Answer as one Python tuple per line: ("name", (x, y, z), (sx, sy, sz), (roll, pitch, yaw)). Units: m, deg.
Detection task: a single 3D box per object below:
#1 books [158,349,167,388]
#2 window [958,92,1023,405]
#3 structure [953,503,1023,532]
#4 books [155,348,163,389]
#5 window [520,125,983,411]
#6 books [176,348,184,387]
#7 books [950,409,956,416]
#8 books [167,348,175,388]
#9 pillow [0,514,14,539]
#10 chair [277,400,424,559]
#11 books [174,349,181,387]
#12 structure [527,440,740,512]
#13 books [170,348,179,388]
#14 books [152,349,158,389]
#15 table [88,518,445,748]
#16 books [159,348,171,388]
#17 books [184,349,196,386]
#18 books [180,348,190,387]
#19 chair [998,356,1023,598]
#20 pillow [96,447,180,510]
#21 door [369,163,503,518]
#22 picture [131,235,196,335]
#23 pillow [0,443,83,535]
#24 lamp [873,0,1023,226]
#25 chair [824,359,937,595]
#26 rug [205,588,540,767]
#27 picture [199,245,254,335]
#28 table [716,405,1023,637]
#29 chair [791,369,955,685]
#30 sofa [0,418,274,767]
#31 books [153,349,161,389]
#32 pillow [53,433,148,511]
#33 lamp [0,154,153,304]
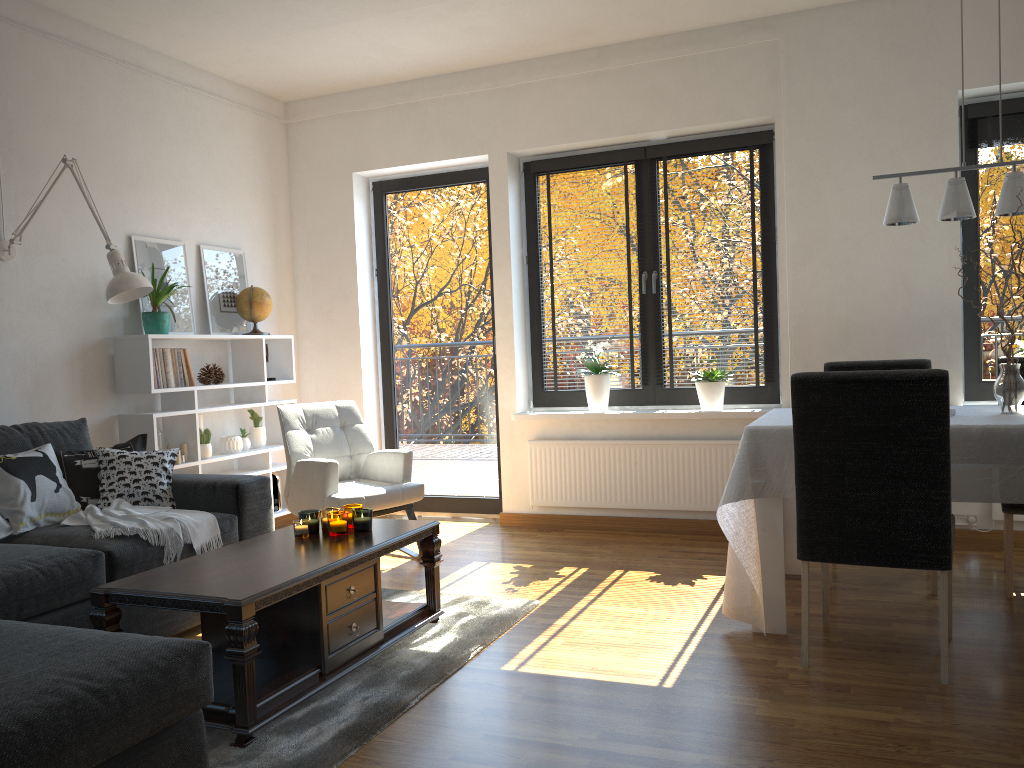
("books", (-1.863, -0.077, 4.605), (0.136, 0.209, 0.044), (-1, 3, 23))
("window", (3.032, -0.694, 4.327), (1.561, 1.589, 0.119), (-1, 3, 23))
("structure", (2.894, 0.494, 4.189), (1.457, 0.460, 0.078), (-1, 3, 24))
("books", (-1.870, -0.078, 4.584), (0.129, 0.209, 0.035), (-1, 3, 23))
("window", (6.012, 0.986, 15.943), (21.819, 18.383, 12.970), (-4, 3, -37))
("books", (-1.816, -0.084, 4.723), (0.133, 0.208, 0.044), (-1, 3, 23))
("books", (1.504, 0.111, 3.363), (0.204, 0.022, 0.278), (-4, 3, -41))
("books", (-1.843, -0.080, 4.656), (0.135, 0.208, 0.048), (-1, 3, 23))
("pillow", (-2.053, 0.436, 3.224), (0.285, 0.369, 0.436), (-1, 2, 23))
("chair", (-0.872, 0.517, 4.691), (0.545, 0.832, 0.685), (-5, 3, -42))
("books", (-1.824, -0.080, 4.703), (0.131, 0.204, 0.035), (-1, 3, 23))
("structure", (0.777, 0.549, 5.074), (1.457, 0.460, 0.078), (-2, 3, 21))
("books", (-1.831, -0.082, 4.682), (0.133, 0.209, 0.044), (-1, 3, 22))
("books", (-1.885, -0.075, 4.548), (0.129, 0.205, 0.043), (-1, 3, 23))
("table", (-0.754, 0.770, 3.045), (0.570, 0.409, 1.178), (-1, 2, 23))
("books", (-1.849, -0.080, 4.628), (0.133, 0.210, 0.044), (-1, 3, 23))
("books", (-1.786, -0.087, 4.785), (0.132, 0.204, 0.070), (-1, 3, 23))
("books", (-1.802, -0.086, 4.757), (0.128, 0.211, 0.061), (-1, 3, 24))
("chair", (2.264, 0.363, 3.635), (0.461, 0.961, 0.544), (-1, 3, 28))
("pillow", (-1.616, 0.421, 3.850), (0.358, 0.313, 0.169), (-3, 3, -27))
("door", (-0.462, -0.259, 5.810), (0.976, 2.276, 0.119), (-1, 3, 23))
("picture", (-1.902, -0.527, 4.848), (0.059, 0.533, 0.389), (-1, 3, 23))
("pillow", (-1.915, 0.415, 3.538), (0.266, 0.318, 0.382), (-1, 2, 23))
("lamp", (1.724, -1.261, 3.254), (0.760, 1.285, 0.131), (-1, 3, 23))
("chair", (1.614, 0.380, 3.907), (0.461, 0.961, 0.544), (-1, 3, 23))
("rug", (-0.699, 0.971, 3.129), (1.052, 0.034, 1.812), (-2, 2, 22))
("picture", (-1.706, -0.550, 5.318), (0.059, 0.533, 0.389), (-1, 3, 23))
("table", (1.779, 0.491, 3.351), (1.856, 0.763, 1.234), (-1, 2, 23))
("chair", (1.236, 0.426, 2.999), (0.461, 0.961, 0.544), (-1, 3, 28))
("sofa", (-1.528, 0.600, 2.801), (2.163, 0.848, 2.506), (-1, 2, 23))
("books", (-1.878, -0.074, 4.570), (0.136, 0.210, 0.033), (-1, 3, 23))
("pillow", (-1.804, 0.412, 3.867), (0.449, 0.358, 0.234), (-4, 3, -41))
("lamp", (-1.948, -0.684, 3.969), (0.698, 0.670, 0.200), (-2, 3, 13))
